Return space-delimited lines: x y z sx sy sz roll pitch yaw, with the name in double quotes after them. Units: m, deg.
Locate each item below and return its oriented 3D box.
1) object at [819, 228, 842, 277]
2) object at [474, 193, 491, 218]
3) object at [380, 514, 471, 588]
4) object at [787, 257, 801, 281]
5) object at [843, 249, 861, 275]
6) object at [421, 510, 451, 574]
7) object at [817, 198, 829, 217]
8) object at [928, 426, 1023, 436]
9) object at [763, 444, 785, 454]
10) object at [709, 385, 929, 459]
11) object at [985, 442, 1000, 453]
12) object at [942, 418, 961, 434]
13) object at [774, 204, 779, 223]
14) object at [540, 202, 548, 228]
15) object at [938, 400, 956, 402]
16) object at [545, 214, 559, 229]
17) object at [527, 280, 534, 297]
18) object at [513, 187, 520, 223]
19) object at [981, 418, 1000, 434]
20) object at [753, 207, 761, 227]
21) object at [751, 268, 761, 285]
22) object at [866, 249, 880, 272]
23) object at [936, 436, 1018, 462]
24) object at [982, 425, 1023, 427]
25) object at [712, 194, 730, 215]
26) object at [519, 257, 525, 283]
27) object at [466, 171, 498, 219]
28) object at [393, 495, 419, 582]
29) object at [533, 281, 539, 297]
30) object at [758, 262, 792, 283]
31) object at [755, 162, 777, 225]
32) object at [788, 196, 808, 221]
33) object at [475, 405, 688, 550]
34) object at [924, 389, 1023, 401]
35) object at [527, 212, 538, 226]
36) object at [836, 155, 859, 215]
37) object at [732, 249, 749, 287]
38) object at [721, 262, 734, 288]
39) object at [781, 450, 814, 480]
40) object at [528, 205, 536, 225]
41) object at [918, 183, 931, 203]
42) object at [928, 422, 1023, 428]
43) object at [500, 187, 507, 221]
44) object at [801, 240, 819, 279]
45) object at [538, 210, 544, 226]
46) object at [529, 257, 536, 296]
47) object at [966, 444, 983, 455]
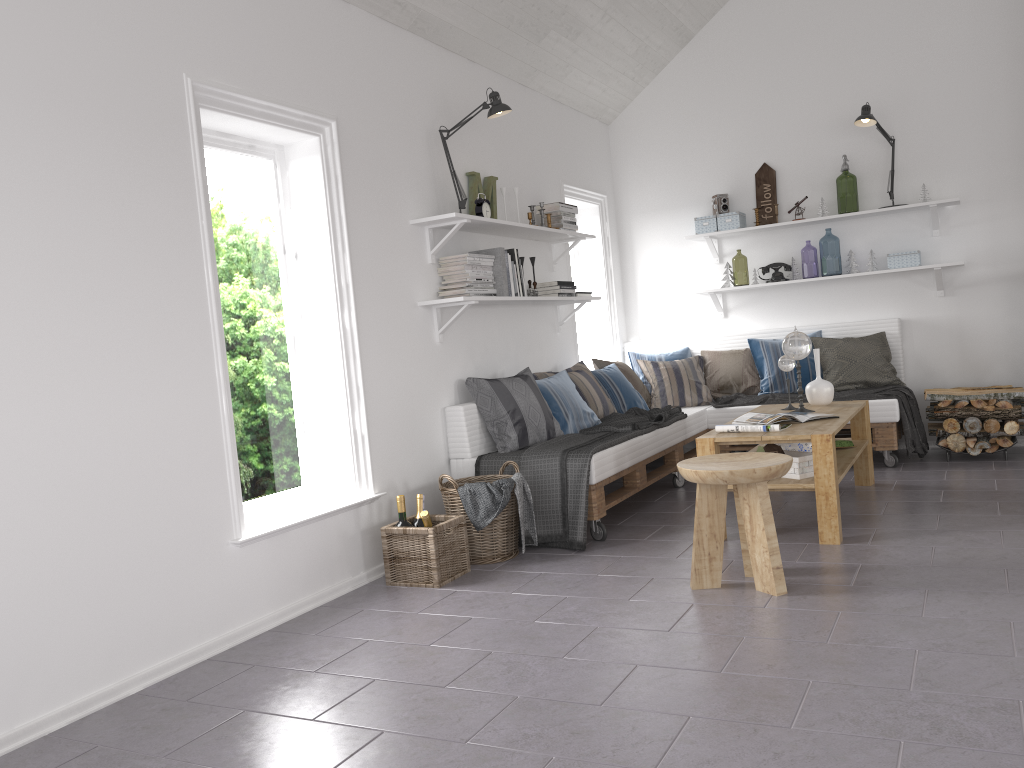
2.224 -0.919 6.200 0.137 0.335 0.137 -5 3 17 "object"
-0.158 -0.954 4.818 0.050 0.165 0.120 -4 3 28 "object"
-0.379 0.740 3.931 0.276 0.270 0.276 -4 3 28 "object"
2.027 -0.830 6.389 0.127 0.176 0.007 -4 3 33 "object"
2.376 -0.854 6.200 0.103 0.178 0.097 -6 3 -9 "object"
-0.341 0.693 3.885 0.095 0.332 0.284 -5 3 7 "object"
2.168 -1.231 6.188 0.075 0.147 0.075 -6 3 -5 "object"
2.951 0.303 5.649 0.539 0.070 0.101 -4 3 29 "object"
1.266 0.354 4.219 0.090 0.139 0.182 -6 3 -7 "object"
2.021 0.278 6.020 1.449 0.508 0.716 -4 3 17 "object"
3.076 0.372 5.671 0.096 0.067 0.467 -4 3 28 "object"
2.861 0.242 5.776 0.103 0.107 0.516 -4 3 26 "object"
1.903 -1.216 6.374 0.052 0.148 0.052 -6 3 -11 "object"
0.185 -1.010 5.330 0.066 0.160 0.066 -5 3 14 "object"
3.064 0.133 5.819 0.483 0.097 0.123 -4 3 30 "object"
0.227 -0.988 5.421 0.124 0.100 0.124 -8 4 -40 "object"
0.110 -0.564 5.305 0.032 0.117 0.058 -3 4 39 "object"
0.035 -1.043 5.304 0.084 0.256 0.084 -6 3 -4 "object"
3.043 0.240 5.654 0.102 0.102 0.561 -4 3 27 "object"
1.776 -1.208 6.421 0.085 0.152 0.085 -8 4 -38 "object"
1.759 -0.780 6.408 0.072 0.124 0.068 -5 3 12 "object"
2.479 -0.851 6.111 0.088 0.161 0.093 -3 3 37 "object"
2.995 0.400 5.719 0.456 0.118 0.478 -4 3 28 "object"
3.007 0.290 5.737 0.562 0.063 0.095 -4 3 28 "object"
1.558 -1.329 6.584 0.121 0.157 0.117 -6 3 -13 "object"
0.068 -0.634 5.343 0.085 0.259 0.085 -6 3 -4 "object"
-0.166 -1.038 5.058 0.052 0.311 0.330 -4 3 28 "object"
-0.473 0.677 3.901 0.095 0.377 0.095 -7 3 -26 "object"
0.139 -0.557 5.255 0.032 0.102 0.058 -4 3 23 "object"
1.899 -0.802 6.408 0.171 0.146 0.203 -8 4 -38 "object"
1.862 -1.382 6.494 0.154 0.480 0.053 -4 3 33 "object"
2.035 -1.236 6.313 0.092 0.172 0.177 -6 3 -4 "object"
0.486 0.458 5.075 0.685 0.533 1.892 -4 3 27 "object"
2.885 0.067 5.537 0.571 0.079 0.115 -4 3 28 "object"
0.106 -0.957 5.170 0.088 0.085 0.088 -8 4 -40 "object"
2.313 -1.377 6.129 0.136 0.415 0.136 -7 3 -29 "object"
1.671 -0.849 6.491 0.111 0.270 0.111 -8 4 -44 "object"
1.601 -0.807 6.552 0.113 0.195 0.107 -3 3 34 "object"
1.293 0.375 4.159 0.155 0.102 0.281 -7 3 -29 "object"
0.125 -1.000 5.318 0.055 0.153 0.055 -5 3 5 "object"
2.754 -1.270 5.922 0.072 0.142 0.073 -7 3 -30 "object"
3.051 0.284 5.834 0.569 0.078 0.115 -4 3 28 "object"
-0.040 -1.034 5.260 0.084 0.256 0.084 -6 3 -4 "object"
2.105 -0.879 6.273 0.111 0.270 0.111 -8 4 -44 "object"
0.189 -1.015 5.510 0.055 0.153 0.055 -6 3 -5 "object"
0.136 -0.644 5.413 0.085 0.259 0.085 -6 3 -4 "object"
2.980 0.386 5.702 0.095 0.063 0.562 -4 3 28 "object"
